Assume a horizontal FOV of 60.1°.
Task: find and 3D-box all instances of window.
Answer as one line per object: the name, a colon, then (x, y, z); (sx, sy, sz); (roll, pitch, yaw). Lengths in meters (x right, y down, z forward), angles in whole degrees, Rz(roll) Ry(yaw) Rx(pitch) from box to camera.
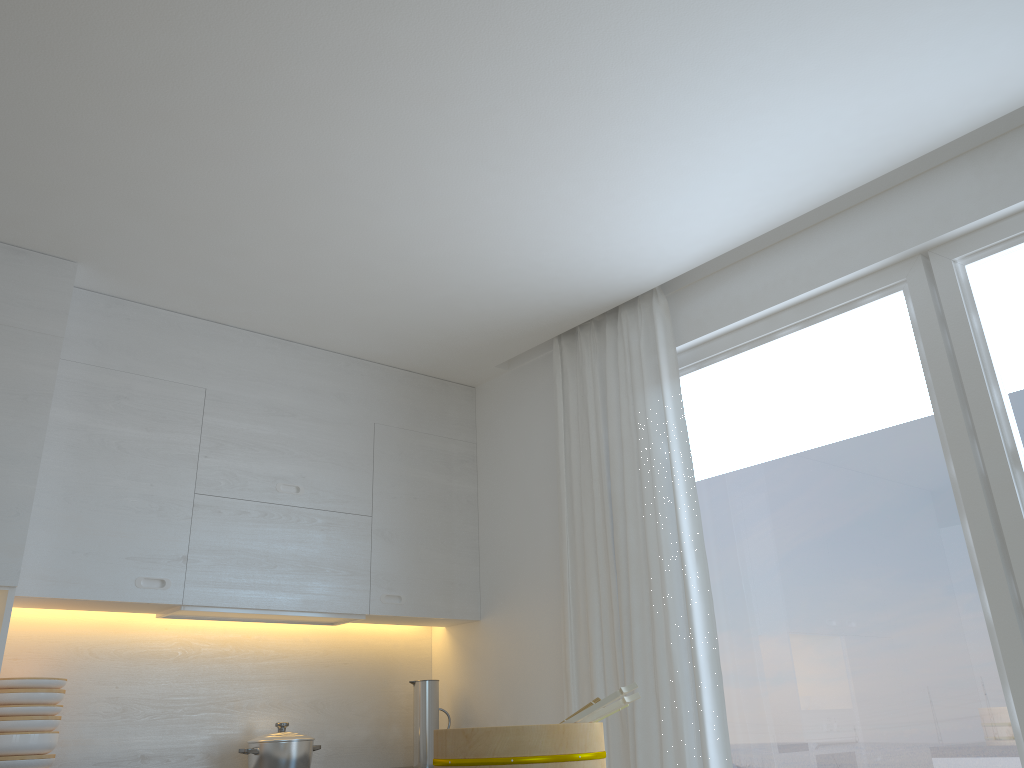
window: (1.433, 0.470, 2.554); (0.087, 1.963, 2.688); (17, -29, -38)

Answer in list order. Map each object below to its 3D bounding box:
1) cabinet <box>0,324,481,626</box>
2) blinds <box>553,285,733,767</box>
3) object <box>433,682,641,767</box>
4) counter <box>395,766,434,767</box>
cabinet: (-1.380, 1.065, 3.044); (3.174, 2.355, 0.474); (15, -29, -37)
blinds: (0.408, 0.661, 3.437); (0.148, 2.211, 0.783); (18, -31, -38)
object: (0.040, 0.789, 1.956); (0.429, 0.219, 0.370); (2, -23, -12)
counter: (-0.949, 1.504, 3.313); (1.983, 0.041, 0.592); (15, -27, -37)
